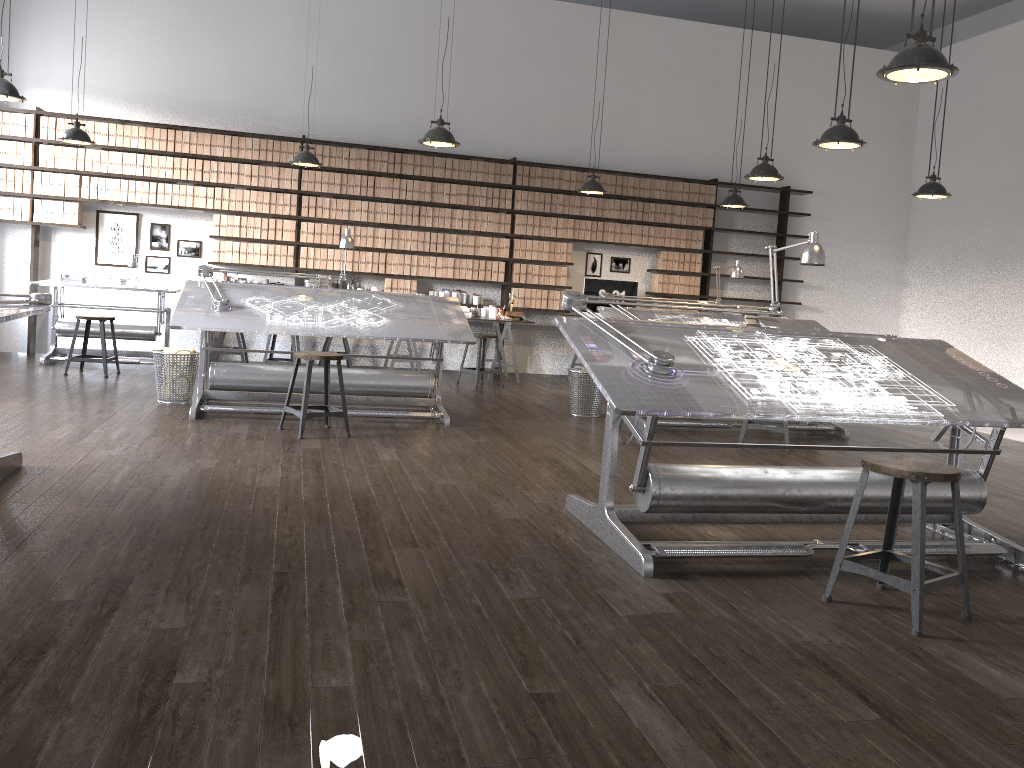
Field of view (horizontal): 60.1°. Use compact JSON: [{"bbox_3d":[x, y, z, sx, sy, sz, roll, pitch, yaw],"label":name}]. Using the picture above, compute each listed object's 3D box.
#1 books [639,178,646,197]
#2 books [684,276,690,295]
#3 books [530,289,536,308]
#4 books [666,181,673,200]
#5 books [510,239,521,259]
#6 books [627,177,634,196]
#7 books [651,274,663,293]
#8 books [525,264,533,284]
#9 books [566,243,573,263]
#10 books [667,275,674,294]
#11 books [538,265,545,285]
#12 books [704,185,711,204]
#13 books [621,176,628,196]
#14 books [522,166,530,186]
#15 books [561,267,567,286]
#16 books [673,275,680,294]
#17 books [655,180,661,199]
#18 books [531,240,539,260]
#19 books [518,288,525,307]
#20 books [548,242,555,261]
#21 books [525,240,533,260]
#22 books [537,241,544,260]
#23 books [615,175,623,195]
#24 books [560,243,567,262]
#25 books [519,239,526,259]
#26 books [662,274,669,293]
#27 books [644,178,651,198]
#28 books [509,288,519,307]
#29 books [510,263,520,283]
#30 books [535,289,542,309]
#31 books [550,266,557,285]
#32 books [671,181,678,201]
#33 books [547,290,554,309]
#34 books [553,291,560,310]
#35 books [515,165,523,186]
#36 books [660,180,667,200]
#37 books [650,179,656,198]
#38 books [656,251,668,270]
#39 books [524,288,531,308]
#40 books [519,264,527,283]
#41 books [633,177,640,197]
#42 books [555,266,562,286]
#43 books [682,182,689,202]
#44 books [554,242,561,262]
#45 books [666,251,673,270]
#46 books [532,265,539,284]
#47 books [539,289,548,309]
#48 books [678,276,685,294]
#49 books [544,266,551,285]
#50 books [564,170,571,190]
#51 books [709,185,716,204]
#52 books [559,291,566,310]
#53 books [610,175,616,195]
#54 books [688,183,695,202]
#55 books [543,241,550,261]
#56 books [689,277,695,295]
[{"bbox_3d":[1.499,-2.299,10.412,0.066,0.225,0.175,3,5,-14],"label":"books"},{"bbox_3d":[2.067,-1.181,10.631,0.067,0.225,0.175,3,5,-14],"label":"books"},{"bbox_3d":[0.220,-0.982,10.197,0.066,0.225,0.175,3,5,-14],"label":"books"},{"bbox_3d":[1.829,-2.285,10.494,0.066,0.225,0.175,3,5,-14],"label":"books"},{"bbox_3d":[0.037,-1.539,10.112,0.066,0.225,0.175,3,5,-14],"label":"books"},{"bbox_3d":[1.363,-2.304,10.374,0.066,0.225,0.175,3,5,-14],"label":"books"},{"bbox_3d":[1.729,-1.195,10.548,0.067,0.225,0.175,3,5,-14],"label":"books"},{"bbox_3d":[0.180,-1.260,10.168,0.066,0.225,0.175,3,5,-14],"label":"books"},{"bbox_3d":[0.641,-1.514,10.262,0.066,0.225,0.175,3,5,-14],"label":"books"},{"bbox_3d":[1.863,-1.190,10.588,0.066,0.225,0.175,3,5,-14],"label":"books"},{"bbox_3d":[0.317,-1.254,10.202,0.066,0.225,0.175,3,5,-14],"label":"books"},{"bbox_3d":[2.305,-2.266,10.614,0.066,0.225,0.175,3,5,-14],"label":"books"},{"bbox_3d":[1.293,-2.307,10.362,0.066,0.225,0.175,3,5,-14],"label":"books"},{"bbox_3d":[0.141,-2.354,10.069,0.067,0.225,0.175,3,5,-14],"label":"books"},{"bbox_3d":[0.578,-1.243,10.264,0.066,0.225,0.175,3,5,-14],"label":"books"},{"bbox_3d":[1.932,-1.187,10.601,0.066,0.225,0.175,3,5,-14],"label":"books"},{"bbox_3d":[1.691,-2.290,10.457,0.066,0.225,0.175,3,5,-14],"label":"books"},{"bbox_3d":[0.244,-1.530,10.160,0.066,0.225,0.175,3,5,-14],"label":"books"},{"bbox_3d":[0.089,-0.986,10.160,0.066,0.225,0.175,3,5,-14],"label":"books"},{"bbox_3d":[0.435,-1.523,10.210,0.066,0.225,0.175,3,5,-14],"label":"books"},{"bbox_3d":[0.174,-1.533,10.140,0.067,0.225,0.175,3,5,-14],"label":"books"},{"bbox_3d":[0.305,-1.528,10.176,0.066,0.225,0.175,3,5,-14],"label":"books"},{"bbox_3d":[1.222,-2.310,10.338,0.067,0.225,0.175,3,5,-14],"label":"books"},{"bbox_3d":[0.573,-1.517,10.240,0.066,0.225,0.175,3,5,-14],"label":"books"},{"bbox_3d":[0.105,-1.536,10.127,0.066,0.225,0.175,3,5,-14],"label":"books"},{"bbox_3d":[1.796,-1.193,10.569,0.066,0.225,0.175,3,5,-14],"label":"books"},{"bbox_3d":[1.566,-2.295,10.423,0.067,0.225,0.175,3,5,-14],"label":"books"},{"bbox_3d":[0.018,-0.990,10.146,0.066,0.225,0.175,3,5,-14],"label":"books"},{"bbox_3d":[0.035,-1.265,10.132,0.066,0.225,0.175,3,5,-14],"label":"books"},{"bbox_3d":[0.283,-0.979,10.215,0.066,0.225,0.175,3,5,-14],"label":"books"},{"bbox_3d":[0.453,-1.247,10.230,0.067,0.225,0.175,3,5,-14],"label":"books"},{"bbox_3d":[1.896,-2.282,10.512,0.066,0.225,0.175,3,5,-14],"label":"books"},{"bbox_3d":[0.427,-0.973,10.251,0.066,0.225,0.175,3,5,-14],"label":"books"},{"bbox_3d":[0.497,-0.970,10.264,0.066,0.225,0.175,3,5,-14],"label":"books"},{"bbox_3d":[0.068,-2.357,10.057,0.066,0.225,0.175,3,5,-14],"label":"books"},{"bbox_3d":[1.762,-2.287,10.473,0.067,0.225,0.175,3,5,-14],"label":"books"},{"bbox_3d":[1.630,-2.293,10.444,0.066,0.225,0.175,3,5,-14],"label":"books"},{"bbox_3d":[1.783,-1.467,10.546,0.066,0.225,0.175,3,5,-14],"label":"books"},{"bbox_3d":[0.159,-0.984,10.177,0.067,0.225,0.175,3,5,-14],"label":"books"},{"bbox_3d":[0.108,-1.262,10.145,0.067,0.225,0.175,3,5,-14],"label":"books"},{"bbox_3d":[1.431,-2.301,10.395,0.066,0.225,0.175,3,5,-14],"label":"books"},{"bbox_3d":[0.516,-1.246,10.250,0.066,0.225,0.175,3,5,-14],"label":"books"},{"bbox_3d":[2.036,-2.276,10.540,0.066,0.225,0.175,3,5,-14],"label":"books"},{"bbox_3d":[0.503,-1.520,10.227,0.066,0.225,0.175,3,5,-14],"label":"books"},{"bbox_3d":[1.852,-1.465,10.563,0.066,0.225,0.175,3,5,-14],"label":"books"},{"bbox_3d":[0.250,-1.256,10.181,0.066,0.225,0.175,3,5,-14],"label":"books"},{"bbox_3d":[0.356,-0.976,10.227,0.067,0.225,0.175,3,5,-14],"label":"books"},{"bbox_3d":[2.003,-1.184,10.615,0.066,0.225,0.175,3,5,-14],"label":"books"},{"bbox_3d":[0.386,-1.251,10.219,0.066,0.225,0.175,3,5,-14],"label":"books"},{"bbox_3d":[0.611,-2.335,10.188,0.066,0.225,0.175,3,5,-14],"label":"books"},{"bbox_3d":[2.374,-2.262,10.627,0.066,0.225,0.175,3,5,-14],"label":"books"},{"bbox_3d":[0.565,-0.968,10.285,0.066,0.225,0.175,3,5,-14],"label":"books"},{"bbox_3d":[1.149,-2.313,10.326,0.066,0.225,0.175,3,5,-14],"label":"books"},{"bbox_3d":[2.106,-2.273,10.557,0.067,0.225,0.175,3,5,-14],"label":"books"},{"bbox_3d":[0.371,-1.525,10.188,0.067,0.225,0.175,3,5,-14],"label":"books"},{"bbox_3d":[2.127,-1.179,10.651,0.066,0.225,0.175,3,5,-14],"label":"books"}]
